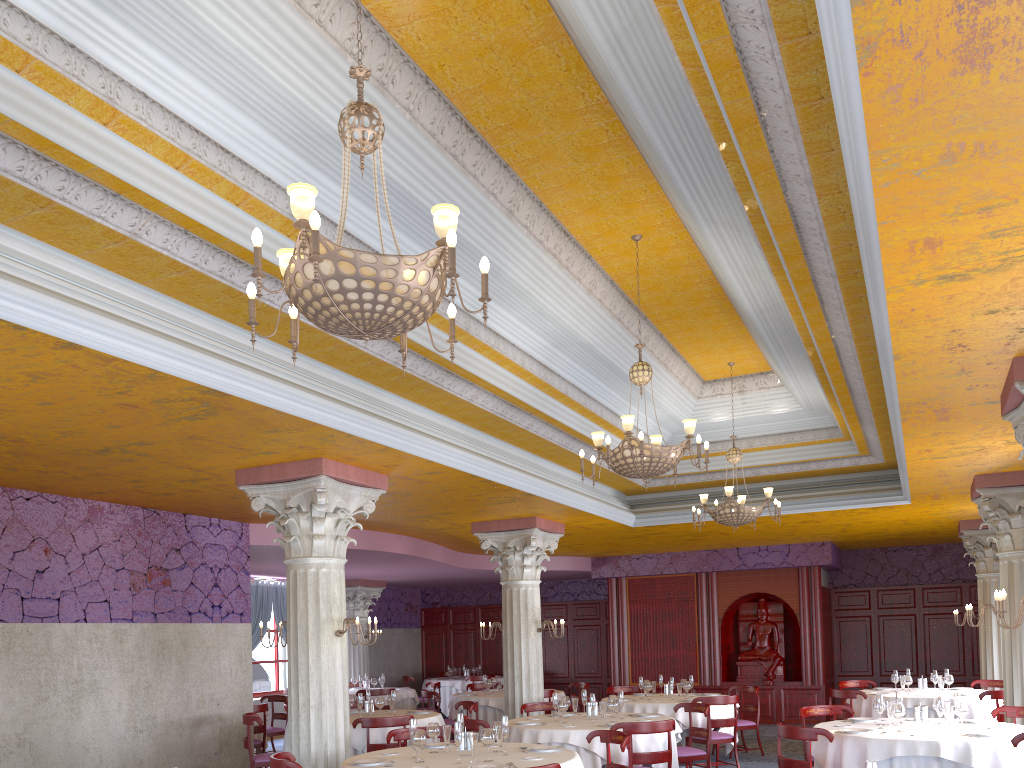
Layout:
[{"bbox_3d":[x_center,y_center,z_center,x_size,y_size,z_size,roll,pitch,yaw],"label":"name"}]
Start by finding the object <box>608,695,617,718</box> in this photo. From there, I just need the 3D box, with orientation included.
[{"bbox_3d":[1.205,3.844,10.210,0.124,0.260,0.123,-5,-6,39],"label":"object"}]

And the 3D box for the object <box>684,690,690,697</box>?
[{"bbox_3d":[2.671,4.660,13.083,0.086,0.233,0.086,-3,-4,28],"label":"object"}]

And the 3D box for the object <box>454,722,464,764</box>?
[{"bbox_3d":[-0.427,2.859,6.823,0.074,0.330,0.075,0,-3,-28],"label":"object"}]

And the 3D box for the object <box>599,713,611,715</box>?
[{"bbox_3d":[1.146,4.088,10.607,0.160,0.009,0.163,-9,-18,24],"label":"object"}]

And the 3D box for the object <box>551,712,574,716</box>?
[{"bbox_3d":[0.640,4.117,10.681,0.313,0.023,0.325,-3,-16,5],"label":"object"}]

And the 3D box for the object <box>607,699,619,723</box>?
[{"bbox_3d":[1.140,3.681,9.649,0.122,0.260,0.125,-1,-4,-6],"label":"object"}]

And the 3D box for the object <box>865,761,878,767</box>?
[{"bbox_3d":[1.787,2.038,4.247,0.074,0.330,0.075,0,-3,-28],"label":"object"}]

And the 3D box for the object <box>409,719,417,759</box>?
[{"bbox_3d":[-0.826,2.979,7.192,0.074,0.330,0.075,0,-3,-28],"label":"object"}]

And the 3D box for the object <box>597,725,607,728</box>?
[{"bbox_3d":[0.971,3.677,9.196,0.027,0.013,0.241,3,-17,-18],"label":"object"}]

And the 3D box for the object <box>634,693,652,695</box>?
[{"bbox_3d":[2.084,4.954,13.669,0.314,0.023,0.325,6,-18,-23],"label":"object"}]

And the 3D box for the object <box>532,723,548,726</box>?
[{"bbox_3d":[0.275,3.787,9.517,0.257,0.019,0.057,3,-15,-15],"label":"object"}]

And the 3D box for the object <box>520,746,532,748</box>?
[{"bbox_3d":[0.184,3.239,7.645,0.257,0.019,0.057,3,-15,-15],"label":"object"}]

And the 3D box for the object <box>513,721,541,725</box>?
[{"bbox_3d":[0.173,3.843,9.703,0.316,0.023,0.322,-9,-18,24],"label":"object"}]

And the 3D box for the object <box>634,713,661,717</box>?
[{"bbox_3d":[1.618,3.952,10.215,0.316,0.023,0.323,9,-20,-33],"label":"object"}]

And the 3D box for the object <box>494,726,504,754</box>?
[{"bbox_3d":[-0.105,3.050,7.339,0.086,0.233,0.087,-1,-3,-17],"label":"object"}]

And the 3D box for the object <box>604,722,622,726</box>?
[{"bbox_3d":[1.151,3.677,9.236,0.316,0.023,0.322,-9,-18,24],"label":"object"}]

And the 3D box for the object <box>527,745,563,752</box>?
[{"bbox_3d":[0.286,3.180,7.459,0.316,0.023,0.322,-9,-18,24],"label":"object"}]

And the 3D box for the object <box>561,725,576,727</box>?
[{"bbox_3d":[0.618,3.737,9.363,0.159,0.009,0.164,6,-18,-23],"label":"object"}]

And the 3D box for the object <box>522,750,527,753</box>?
[{"bbox_3d":[0.109,3.163,7.362,0.029,0.010,0.144,3,-17,-16],"label":"object"}]

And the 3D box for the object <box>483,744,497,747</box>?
[{"bbox_3d":[-0.186,3.316,7.851,0.161,0.009,0.162,14,-22,-42],"label":"object"}]

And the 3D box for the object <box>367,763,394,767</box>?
[{"bbox_3d":[-1.057,3.015,6.761,0.257,0.019,0.057,3,-15,-15],"label":"object"}]

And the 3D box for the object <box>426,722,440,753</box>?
[{"bbox_3d":[-0.688,3.107,7.519,0.124,0.260,0.123,-5,-6,39],"label":"object"}]

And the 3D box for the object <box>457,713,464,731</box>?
[{"bbox_3d":[-0.456,3.086,7.592,0.074,0.330,0.075,0,-3,-28],"label":"object"}]

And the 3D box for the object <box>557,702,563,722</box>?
[{"bbox_3d":[0.558,3.763,9.828,0.086,0.233,0.087,1,-4,-39],"label":"object"}]

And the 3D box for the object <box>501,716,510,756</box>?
[{"bbox_3d":[-0.057,2.966,7.222,0.074,0.330,0.075,0,-3,-28],"label":"object"}]

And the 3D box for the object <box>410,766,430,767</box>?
[{"bbox_3d":[-0.714,2.965,6.607,0.161,0.009,0.162,14,-22,-42],"label":"object"}]

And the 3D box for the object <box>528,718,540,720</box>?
[{"bbox_3d":[0.260,4.008,10.248,0.158,0.009,0.165,2,-17,-14],"label":"object"}]

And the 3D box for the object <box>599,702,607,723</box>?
[{"bbox_3d":[1.025,3.691,9.627,0.086,0.233,0.087,1,-4,-39],"label":"object"}]

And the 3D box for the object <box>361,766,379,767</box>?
[{"bbox_3d":[-1.072,3.035,6.796,0.253,0.003,0.023,4,-17,-20],"label":"object"}]

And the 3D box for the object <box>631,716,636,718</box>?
[{"bbox_3d":[1.441,3.935,10.117,0.029,0.010,0.144,3,-17,-16],"label":"object"}]

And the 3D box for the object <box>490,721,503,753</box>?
[{"bbox_3d":[-0.127,3.072,7.455,0.124,0.260,0.123,-5,-6,39],"label":"object"}]

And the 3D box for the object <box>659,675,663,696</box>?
[{"bbox_3d":[2.321,4.695,13.335,0.074,0.330,0.075,0,-3,-28],"label":"object"}]

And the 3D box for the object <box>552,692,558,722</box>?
[{"bbox_3d":[0.506,3.751,9.948,0.074,0.330,0.074,-2,-2,17],"label":"object"}]

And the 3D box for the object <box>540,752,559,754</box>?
[{"bbox_3d":[0.326,3.131,7.279,0.232,0.013,0.028,4,-15,-19],"label":"object"}]

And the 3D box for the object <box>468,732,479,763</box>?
[{"bbox_3d":[-0.307,2.919,6.871,0.086,0.233,0.087,-2,-3,6],"label":"object"}]

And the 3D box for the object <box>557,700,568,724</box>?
[{"bbox_3d":[0.579,3.716,9.713,0.123,0.260,0.124,-3,-5,17],"label":"object"}]

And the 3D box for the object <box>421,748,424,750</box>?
[{"bbox_3d":[-0.842,3.334,7.838,0.022,0.003,0.263,4,-17,-19],"label":"object"}]

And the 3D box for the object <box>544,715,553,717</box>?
[{"bbox_3d":[0.454,4.094,10.579,0.054,0.019,0.267,2,-17,-14],"label":"object"}]

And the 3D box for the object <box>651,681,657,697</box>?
[{"bbox_3d":[2.203,4.732,13.284,0.086,0.233,0.087,1,-4,-39],"label":"object"}]

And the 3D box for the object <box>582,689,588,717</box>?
[{"bbox_3d":[0.877,3.858,10.347,0.074,0.330,0.075,0,-3,-28],"label":"object"}]

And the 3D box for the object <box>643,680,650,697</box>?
[{"bbox_3d":[2.088,4.716,13.262,0.123,0.260,0.124,-3,-5,17],"label":"object"}]

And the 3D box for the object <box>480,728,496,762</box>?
[{"bbox_3d":[-0.192,2.909,6.894,0.124,0.260,0.123,-5,-6,39],"label":"object"}]

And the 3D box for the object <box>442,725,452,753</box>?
[{"bbox_3d":[-0.573,3.123,7.540,0.086,0.233,0.086,-3,-4,28],"label":"object"}]

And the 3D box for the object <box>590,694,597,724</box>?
[{"bbox_3d":[0.905,3.631,9.578,0.074,0.330,0.075,0,-3,-28],"label":"object"}]

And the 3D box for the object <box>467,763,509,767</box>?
[{"bbox_3d":[-0.181,2.905,6.481,0.316,0.023,0.322,-9,-18,24],"label":"object"}]

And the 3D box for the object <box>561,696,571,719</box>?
[{"bbox_3d":[0.644,3.879,10.274,0.122,0.260,0.125,-1,-4,-6],"label":"object"}]

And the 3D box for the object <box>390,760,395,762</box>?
[{"bbox_3d":[-0.982,3.101,7.044,0.029,0.010,0.144,3,-17,-16],"label":"object"}]

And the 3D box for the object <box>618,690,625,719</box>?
[{"bbox_3d":[1.275,3.738,9.977,0.074,0.330,0.075,-1,-2,-6],"label":"object"}]

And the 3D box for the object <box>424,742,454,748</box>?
[{"bbox_3d":[-0.692,3.345,7.925,0.316,0.023,0.322,-9,-18,24],"label":"object"}]

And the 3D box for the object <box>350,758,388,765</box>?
[{"bbox_3d":[-1.159,3.070,6.947,0.316,0.023,0.322,-9,-18,24],"label":"object"}]

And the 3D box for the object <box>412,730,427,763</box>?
[{"bbox_3d":[-0.753,2.943,6.958,0.123,0.260,0.124,-3,-5,17],"label":"object"}]

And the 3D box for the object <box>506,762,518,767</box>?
[{"bbox_3d":[0.005,2.932,6.583,0.054,0.019,0.267,2,-17,-14],"label":"object"}]

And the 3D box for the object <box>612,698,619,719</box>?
[{"bbox_3d":[1.227,3.822,10.095,0.086,0.233,0.086,-3,-4,28],"label":"object"}]

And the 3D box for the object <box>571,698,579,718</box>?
[{"bbox_3d":[0.759,3.895,10.296,0.086,0.233,0.086,-3,-4,28],"label":"object"}]

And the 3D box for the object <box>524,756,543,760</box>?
[{"bbox_3d":[0.172,3.045,6.965,0.159,0.009,0.165,-3,-16,5],"label":"object"}]

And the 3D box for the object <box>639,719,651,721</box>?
[{"bbox_3d":[1.504,3.817,9.721,0.159,0.009,0.164,6,-18,-23],"label":"object"}]

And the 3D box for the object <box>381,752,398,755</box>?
[{"bbox_3d":[-1.072,3.236,7.493,0.161,0.009,0.162,14,-22,-42],"label":"object"}]

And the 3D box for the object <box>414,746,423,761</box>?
[{"bbox_3d":[-0.774,2.991,7.072,0.086,0.233,0.087,1,-4,-39],"label":"object"}]
